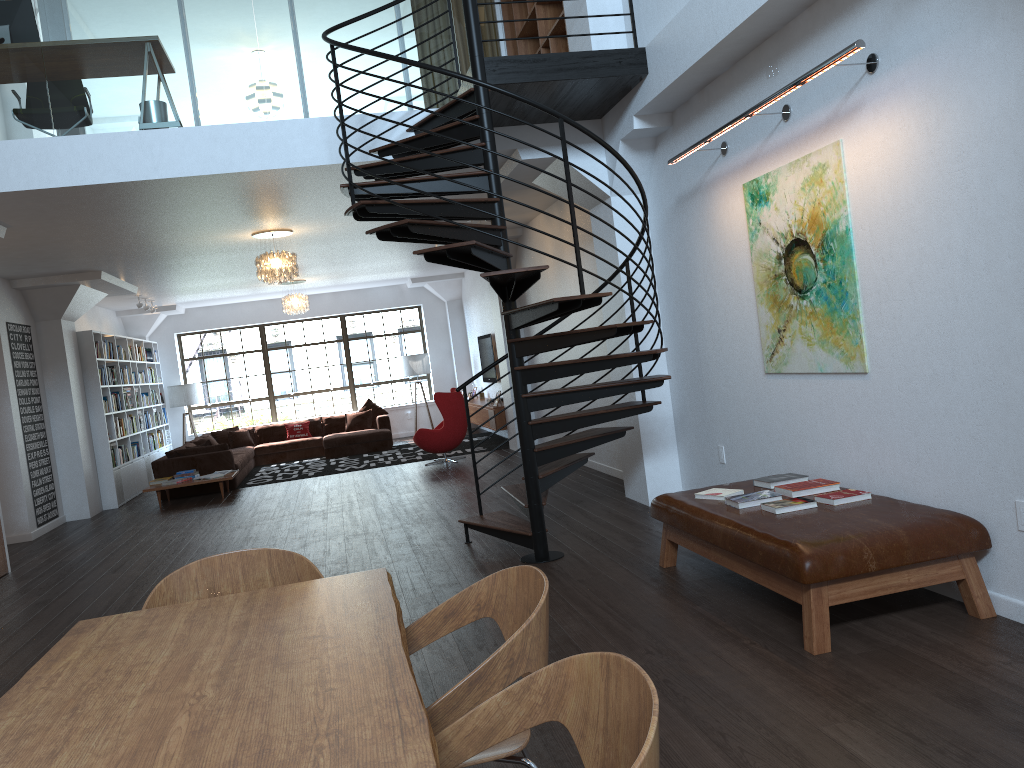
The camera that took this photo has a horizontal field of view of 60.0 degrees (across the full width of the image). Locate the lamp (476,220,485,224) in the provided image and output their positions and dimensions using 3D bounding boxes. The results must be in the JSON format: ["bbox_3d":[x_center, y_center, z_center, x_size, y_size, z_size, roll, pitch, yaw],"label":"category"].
[{"bbox_3d":[-0.361,-1.818,9.896,0.111,0.211,0.120,-6,3,38],"label":"lamp"}]

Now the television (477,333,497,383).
[{"bbox_3d":[-0.427,-0.428,15.132,0.013,0.816,1.324,-8,2,-12],"label":"television"}]

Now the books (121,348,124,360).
[{"bbox_3d":[-6.037,-0.445,13.598,0.139,0.191,0.036,-8,2,-11],"label":"books"}]

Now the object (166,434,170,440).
[{"bbox_3d":[-6.385,0.986,16.057,0.331,0.088,0.410,-8,2,-11],"label":"object"}]

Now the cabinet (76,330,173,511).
[{"bbox_3d":[-6.125,0.481,14.046,0.461,2.414,4.500,-8,2,-11],"label":"cabinet"}]

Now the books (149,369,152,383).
[{"bbox_3d":[-6.343,-0.126,15.341,0.183,0.253,0.034,-8,2,-12],"label":"books"}]

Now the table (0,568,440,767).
[{"bbox_3d":[-0.471,1.068,1.009,1.012,0.750,3.803,-8,2,-11],"label":"table"}]

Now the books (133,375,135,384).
[{"bbox_3d":[-6.088,-0.073,14.124,0.126,0.173,0.032,-8,2,-11],"label":"books"}]

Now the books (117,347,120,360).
[{"bbox_3d":[-5.972,-0.447,13.300,0.146,0.202,0.027,-8,2,-11],"label":"books"}]

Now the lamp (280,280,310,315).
[{"bbox_3d":[-3.542,-1.400,14.465,0.441,0.539,0.442,-6,2,31],"label":"lamp"}]

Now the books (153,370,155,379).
[{"bbox_3d":[-6.429,-0.122,15.713,0.174,0.240,0.045,-8,2,-12],"label":"books"}]

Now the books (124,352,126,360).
[{"bbox_3d":[-6.075,-0.439,13.762,0.128,0.178,0.022,-8,2,-11],"label":"books"}]

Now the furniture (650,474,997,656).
[{"bbox_3d":[1.468,0.830,4.617,0.907,0.453,1.819,-8,2,-11],"label":"furniture"}]

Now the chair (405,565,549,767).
[{"bbox_3d":[-0.147,0.935,2.265,0.617,0.830,0.629,-8,2,-11],"label":"chair"}]

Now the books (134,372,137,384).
[{"bbox_3d":[-6.112,-0.089,14.237,0.146,0.202,0.027,-8,2,-11],"label":"books"}]

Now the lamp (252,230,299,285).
[{"bbox_3d":[-2.532,-1.347,9.506,0.441,0.539,0.442,-6,2,31],"label":"lamp"}]

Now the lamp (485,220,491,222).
[{"bbox_3d":[-0.258,-1.813,9.388,0.120,0.211,0.111,-9,3,-37],"label":"lamp"}]

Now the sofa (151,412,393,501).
[{"bbox_3d":[-3.628,1.022,14.452,3.481,0.664,4.197,-8,2,-11],"label":"sofa"}]

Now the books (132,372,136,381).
[{"bbox_3d":[-6.115,-0.087,14.209,0.146,0.202,0.027,-8,2,-11],"label":"books"}]

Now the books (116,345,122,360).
[{"bbox_3d":[-6.015,-0.463,13.462,0.140,0.231,0.042,-8,2,-11],"label":"books"}]

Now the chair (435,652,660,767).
[{"bbox_3d":[0.000,0.946,1.512,0.618,0.833,0.629,-8,2,-10],"label":"chair"}]

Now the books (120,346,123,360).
[{"bbox_3d":[-6.030,-0.460,13.509,0.158,0.226,0.052,-8,2,-11],"label":"books"}]

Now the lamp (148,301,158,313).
[{"bbox_3d":[-5.911,-1.268,14.590,0.120,0.211,0.111,-9,3,-37],"label":"lamp"}]

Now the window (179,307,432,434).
[{"bbox_3d":[-4.000,-0.296,17.470,4.648,1.905,0.114,-8,2,-11],"label":"window"}]

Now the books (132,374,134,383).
[{"bbox_3d":[-6.069,-0.071,14.077,0.107,0.167,0.017,-8,2,-11],"label":"books"}]

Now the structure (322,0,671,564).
[{"bbox_3d":[-0.078,-0.983,5.906,1.998,4.352,1.998,-6,3,39],"label":"structure"}]

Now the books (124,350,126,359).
[{"bbox_3d":[-6.069,-0.437,13.783,0.109,0.171,0.018,-8,2,-11],"label":"books"}]

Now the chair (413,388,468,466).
[{"bbox_3d":[-0.995,0.583,12.401,0.801,1.006,0.798,-7,2,14],"label":"chair"}]

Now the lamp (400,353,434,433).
[{"bbox_3d":[-1.788,0.218,17.198,0.545,1.579,0.545,-7,2,0],"label":"lamp"}]

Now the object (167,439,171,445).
[{"bbox_3d":[-6.374,1.074,16.061,0.331,0.088,0.410,-8,2,-11],"label":"object"}]

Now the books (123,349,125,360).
[{"bbox_3d":[-6.053,-0.439,13.692,0.128,0.178,0.022,-8,2,-11],"label":"books"}]

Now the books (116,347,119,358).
[{"bbox_3d":[-5.975,-0.446,13.272,0.146,0.202,0.027,-8,2,-11],"label":"books"}]

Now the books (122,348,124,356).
[{"bbox_3d":[-6.049,-0.447,13.637,0.136,0.196,0.045,-8,2,-11],"label":"books"}]

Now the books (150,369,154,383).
[{"bbox_3d":[-6.373,-0.128,15.500,0.183,0.253,0.034,-8,2,-12],"label":"books"}]

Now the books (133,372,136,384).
[{"bbox_3d":[-6.103,-0.082,14.178,0.139,0.191,0.036,-8,2,-11],"label":"books"}]

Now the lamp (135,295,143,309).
[{"bbox_3d":[-5.707,-1.257,13.586,0.111,0.211,0.120,-7,2,23],"label":"lamp"}]

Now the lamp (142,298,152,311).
[{"bbox_3d":[-5.808,-1.263,14.082,0.111,0.211,0.120,-6,3,38],"label":"lamp"}]

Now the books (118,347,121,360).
[{"bbox_3d":[-5.993,-0.448,13.380,0.146,0.202,0.027,-8,2,-11],"label":"books"}]

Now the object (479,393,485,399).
[{"bbox_3d":[-0.538,0.213,15.895,0.089,0.110,0.089,-6,3,34],"label":"object"}]

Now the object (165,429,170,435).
[{"bbox_3d":[-6.404,0.900,16.053,0.316,0.088,0.410,-8,2,-11],"label":"object"}]

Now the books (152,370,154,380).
[{"bbox_3d":[-6.398,-0.131,15.579,0.180,0.259,0.060,-8,2,-12],"label":"books"}]

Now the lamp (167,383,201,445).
[{"bbox_3d":[-5.998,0.796,16.453,0.545,1.579,0.545,-8,2,-22],"label":"lamp"}]

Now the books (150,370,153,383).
[{"bbox_3d":[-6.375,-0.119,15.460,0.174,0.240,0.045,-8,2,-12],"label":"books"}]

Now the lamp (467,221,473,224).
[{"bbox_3d":[-0.462,-1.824,10.392,0.111,0.211,0.120,-7,2,23],"label":"lamp"}]

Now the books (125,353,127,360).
[{"bbox_3d":[-6.066,-0.429,13.802,0.110,0.153,0.019,-8,2,-11],"label":"books"}]

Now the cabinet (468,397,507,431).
[{"bbox_3d":[-0.480,0.463,15.196,0.459,0.350,4.501,-8,2,-11],"label":"cabinet"}]

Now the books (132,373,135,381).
[{"bbox_3d":[-6.093,-0.076,14.151,0.128,0.178,0.021,-8,2,-11],"label":"books"}]

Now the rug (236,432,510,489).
[{"bbox_3d":[-2.167,1.172,14.231,4.200,0.007,3.100,-8,2,-10],"label":"rug"}]

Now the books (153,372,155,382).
[{"bbox_3d":[-6.422,-0.128,15.674,0.183,0.253,0.034,-8,2,-12],"label":"books"}]

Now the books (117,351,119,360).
[{"bbox_3d":[-5.963,-0.441,13.241,0.139,0.191,0.036,-8,2,-11],"label":"books"}]

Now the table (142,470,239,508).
[{"bbox_3d":[-4.209,1.398,11.749,1.100,0.271,0.853,-8,2,-11],"label":"table"}]

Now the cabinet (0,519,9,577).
[{"bbox_3d":[-4.614,1.400,5.758,0.898,0.796,4.493,-8,2,-11],"label":"cabinet"}]

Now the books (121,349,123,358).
[{"bbox_3d":[-6.036,-0.463,13.557,0.140,0.231,0.042,-8,2,-11],"label":"books"}]

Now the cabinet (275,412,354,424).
[{"bbox_3d":[-3.726,0.961,16.984,1.520,0.625,0.350,-8,2,-11],"label":"cabinet"}]

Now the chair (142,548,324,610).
[{"bbox_3d":[-0.863,1.007,2.894,0.629,0.833,0.618,-8,2,-16],"label":"chair"}]
